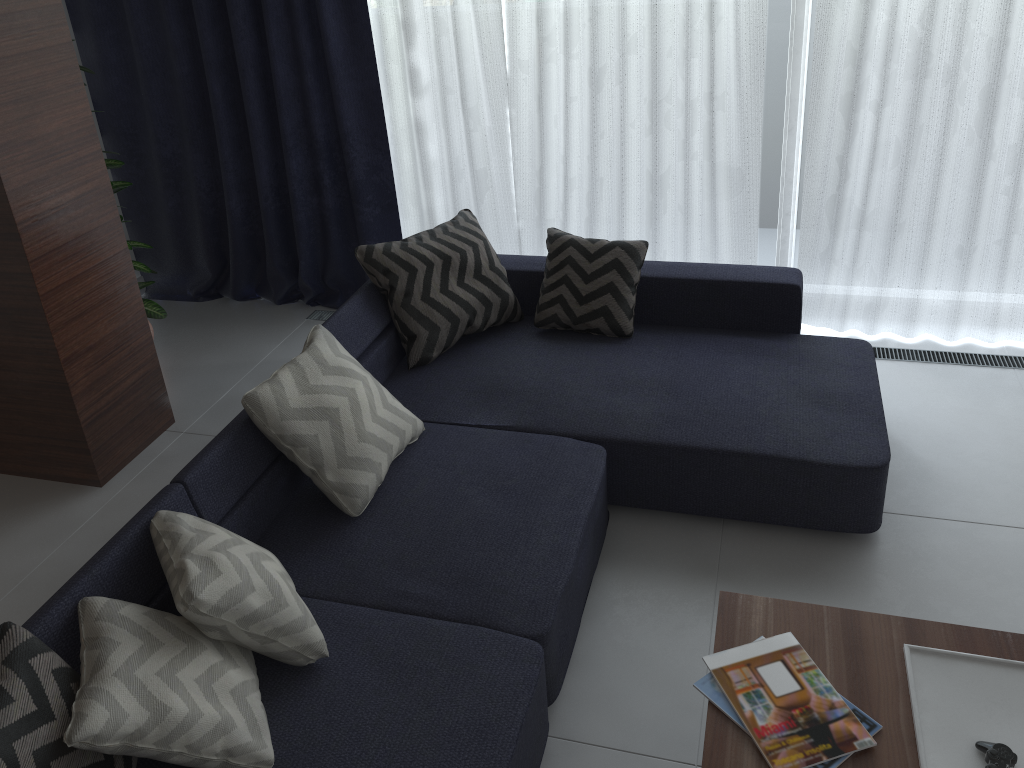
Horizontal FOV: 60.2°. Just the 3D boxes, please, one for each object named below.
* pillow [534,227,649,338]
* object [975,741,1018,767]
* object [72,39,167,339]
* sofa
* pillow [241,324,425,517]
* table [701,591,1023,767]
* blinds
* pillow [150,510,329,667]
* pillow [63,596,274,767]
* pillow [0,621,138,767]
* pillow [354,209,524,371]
[{"bbox_3d":[0.303,-0.395,3.460,0.416,0.333,0.295,7,29,20],"label":"pillow"},{"bbox_3d":[0.901,0.714,1.647,0.071,0.035,0.116,11,32,27],"label":"object"},{"bbox_3d":[-1.878,-0.890,3.799,0.505,1.781,0.498,-11,27,-12],"label":"object"},{"bbox_3d":[0.094,0.373,2.486,1.902,0.587,2.972,4,30,16],"label":"sofa"},{"bbox_3d":[-0.524,0.097,2.672,0.343,0.374,0.512,4,29,16],"label":"pillow"},{"bbox_3d":[0.784,0.873,1.746,0.806,0.340,0.828,4,30,16],"label":"table"},{"bbox_3d":[0.344,-0.127,1.202,7.154,2.678,5.993,6,30,19],"label":"blinds"},{"bbox_3d":[-0.651,0.470,2.079,0.283,0.339,0.429,-18,31,-25],"label":"pillow"},{"bbox_3d":[-0.702,0.622,1.830,0.332,0.284,0.428,-14,29,-17],"label":"pillow"},{"bbox_3d":[-0.862,0.694,1.649,0.222,0.372,0.429,-10,28,-10],"label":"pillow"},{"bbox_3d":[-0.266,-0.352,3.482,0.609,0.500,0.361,-27,35,-36],"label":"pillow"}]
